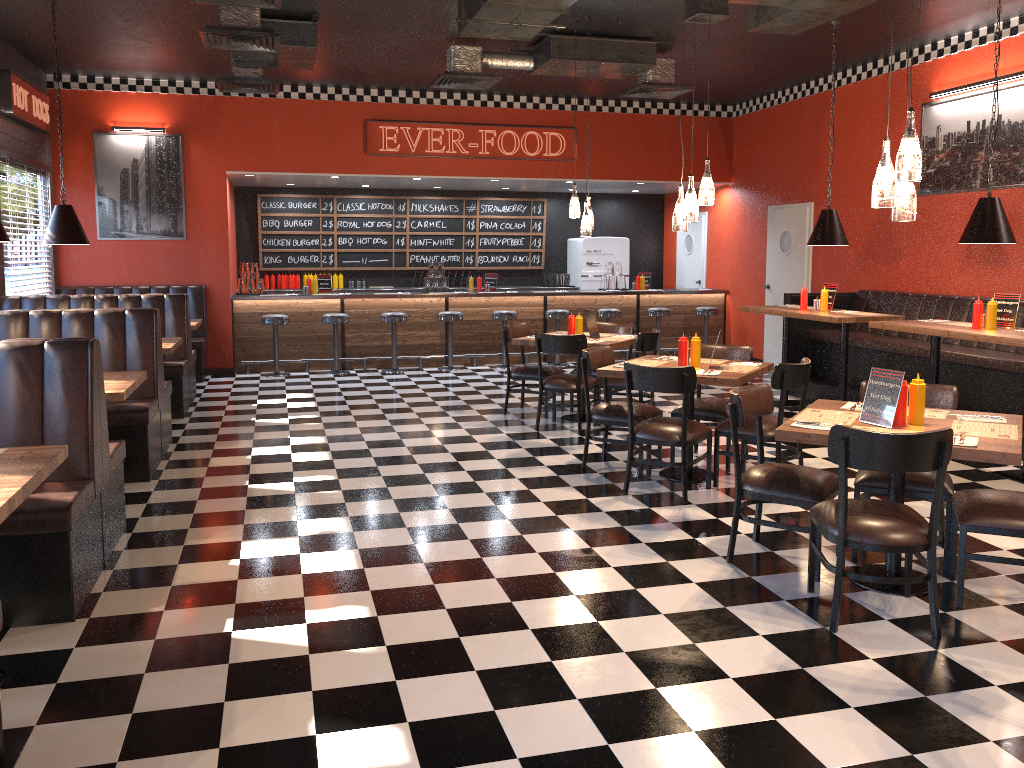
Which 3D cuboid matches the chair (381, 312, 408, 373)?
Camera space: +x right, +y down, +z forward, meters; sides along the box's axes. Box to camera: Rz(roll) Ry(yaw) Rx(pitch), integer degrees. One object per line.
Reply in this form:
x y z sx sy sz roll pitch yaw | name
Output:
-1.550 -0.554 11.652 0.349 0.771 0.349 4 8 35 | chair

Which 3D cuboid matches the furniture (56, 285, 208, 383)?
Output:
-4.606 -0.603 10.701 1.710 1.149 0.709 -2 7 -15 | furniture

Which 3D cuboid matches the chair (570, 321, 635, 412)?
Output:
0.911 -0.162 8.718 0.487 0.863 0.546 6 9 42 | chair

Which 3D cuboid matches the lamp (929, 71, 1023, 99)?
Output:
4.425 -2.795 8.234 0.081 0.056 1.452 -2 9 -15 | lamp

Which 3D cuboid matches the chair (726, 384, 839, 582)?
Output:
1.372 0.466 4.511 0.545 0.863 0.488 5 8 34 | chair

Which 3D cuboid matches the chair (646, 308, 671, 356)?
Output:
2.082 -0.699 12.618 0.348 0.771 0.350 -1 7 -10 | chair

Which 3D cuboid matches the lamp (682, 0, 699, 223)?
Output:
1.207 -2.067 5.894 0.108 1.956 0.109 3 7 27 | lamp

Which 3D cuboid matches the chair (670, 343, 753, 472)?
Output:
1.503 0.151 6.619 0.487 0.863 0.546 4 8 33 | chair

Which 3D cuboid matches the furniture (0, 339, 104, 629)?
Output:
-2.753 0.427 3.806 1.710 1.149 0.709 -2 7 -15 | furniture

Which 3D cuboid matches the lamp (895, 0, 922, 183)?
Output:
1.766 -1.875 3.848 0.108 1.956 0.109 4 7 32 | lamp

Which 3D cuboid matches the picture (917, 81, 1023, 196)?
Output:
4.451 -2.289 8.311 0.023 0.935 1.779 -2 8 -15 | picture

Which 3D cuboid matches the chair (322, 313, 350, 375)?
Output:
-2.276 -0.525 11.459 0.349 0.771 0.349 4 8 35 | chair

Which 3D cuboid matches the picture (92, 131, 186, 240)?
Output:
-4.570 -2.424 10.890 1.023 1.295 0.016 -2 6 -15 | picture

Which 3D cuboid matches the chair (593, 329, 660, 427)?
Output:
1.064 -0.060 8.033 0.545 0.863 0.488 3 7 25 | chair

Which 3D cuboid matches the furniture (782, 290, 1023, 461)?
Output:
4.643 0.143 5.723 1.104 1.143 8.801 -2 9 -15 | furniture

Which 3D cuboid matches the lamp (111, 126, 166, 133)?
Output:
-4.546 -3.098 10.794 0.610 0.056 0.081 -2 8 -15 | lamp

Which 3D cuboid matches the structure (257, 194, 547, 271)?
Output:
-1.651 -2.381 14.017 4.544 1.141 0.201 -2 6 -15 | structure

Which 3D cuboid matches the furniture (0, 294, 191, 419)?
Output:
-3.987 -0.259 8.397 1.710 1.149 0.709 -2 7 -15 | furniture

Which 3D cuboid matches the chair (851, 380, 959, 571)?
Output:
2.060 0.445 4.650 0.487 0.863 0.547 3 7 25 | chair

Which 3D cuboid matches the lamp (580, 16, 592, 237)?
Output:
0.682 -2.329 8.040 0.108 1.956 0.109 4 7 32 | lamp

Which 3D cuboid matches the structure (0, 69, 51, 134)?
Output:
-3.891 -2.276 4.747 0.120 0.436 11.319 -2 9 -15 | structure

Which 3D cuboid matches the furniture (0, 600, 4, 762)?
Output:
-2.319 0.669 2.189 1.710 1.149 0.709 -2 7 -15 | furniture

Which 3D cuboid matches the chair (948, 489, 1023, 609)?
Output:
2.288 0.546 3.977 0.545 0.863 0.488 3 7 22 | chair

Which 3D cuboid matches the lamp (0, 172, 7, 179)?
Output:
-4.858 -1.973 8.354 0.081 0.056 0.336 -2 9 -15 | lamp

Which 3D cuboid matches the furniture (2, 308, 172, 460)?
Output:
-3.553 -0.017 6.779 1.710 1.149 0.709 -2 7 -15 | furniture

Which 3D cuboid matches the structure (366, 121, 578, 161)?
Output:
-0.497 -3.240 11.850 2.876 0.436 0.122 -2 7 -15 | structure

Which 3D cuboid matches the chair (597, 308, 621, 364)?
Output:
1.356 -0.670 12.425 0.348 0.771 0.350 -2 7 -15 | chair

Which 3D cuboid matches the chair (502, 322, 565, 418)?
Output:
0.189 -0.149 8.631 0.545 0.863 0.488 3 7 25 | chair

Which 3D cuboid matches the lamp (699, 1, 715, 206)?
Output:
1.326 -2.187 5.935 0.109 1.956 0.109 -6 8 -43 | lamp

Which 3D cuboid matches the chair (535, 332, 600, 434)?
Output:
0.482 -0.035 7.864 0.487 0.863 0.547 3 7 24 | chair

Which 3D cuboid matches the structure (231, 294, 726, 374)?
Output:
-0.197 -0.692 12.290 7.042 1.035 0.216 -2 6 -15 | structure

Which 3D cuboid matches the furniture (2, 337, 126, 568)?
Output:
-2.936 0.326 4.484 1.710 1.149 0.709 -2 7 -15 | furniture

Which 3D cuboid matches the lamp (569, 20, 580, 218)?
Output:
0.583 -2.520 8.166 0.108 1.956 0.109 -3 7 -23 | lamp

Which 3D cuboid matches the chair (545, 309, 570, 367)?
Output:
0.629 -0.641 12.231 0.349 0.771 0.350 4 7 30 | chair

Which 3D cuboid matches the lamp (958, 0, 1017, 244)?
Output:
3.471 -2.037 6.368 0.382 2.034 0.383 3 7 26 | lamp

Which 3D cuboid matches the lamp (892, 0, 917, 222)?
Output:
1.827 -1.729 4.029 0.108 1.956 0.109 0 6 -3 | lamp

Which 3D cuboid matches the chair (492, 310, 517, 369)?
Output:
-0.097 -0.612 12.038 0.349 0.771 0.350 4 7 30 | chair

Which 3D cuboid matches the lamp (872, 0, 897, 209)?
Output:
1.712 -1.781 3.978 0.108 1.956 0.109 -4 7 -33 | lamp

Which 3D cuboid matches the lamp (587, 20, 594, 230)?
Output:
0.711 -2.405 8.153 0.108 1.956 0.109 -3 7 -28 | lamp

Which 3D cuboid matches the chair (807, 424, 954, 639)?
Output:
1.560 0.574 3.789 0.486 0.863 0.547 1 7 8 | chair

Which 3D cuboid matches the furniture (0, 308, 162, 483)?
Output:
-3.370 0.084 6.101 1.710 1.149 0.709 -2 7 -15 | furniture

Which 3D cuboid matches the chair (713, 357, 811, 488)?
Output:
1.691 0.259 5.897 0.545 0.863 0.488 5 9 39 | chair

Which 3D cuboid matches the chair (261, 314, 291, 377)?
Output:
-3.002 -0.497 11.266 0.349 0.771 0.350 4 7 30 | chair

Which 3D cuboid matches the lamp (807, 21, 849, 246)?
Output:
2.971 -2.315 8.230 0.382 2.034 0.383 3 7 26 | lamp

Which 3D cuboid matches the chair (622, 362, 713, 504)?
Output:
1.003 0.280 5.758 0.487 0.863 0.546 4 8 30 | chair

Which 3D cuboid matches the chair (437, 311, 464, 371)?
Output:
-0.823 -0.583 11.845 0.349 0.771 0.350 3 7 25 | chair

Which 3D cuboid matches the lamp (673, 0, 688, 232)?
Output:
1.162 -2.026 6.014 0.108 1.956 0.109 0 6 -3 | lamp

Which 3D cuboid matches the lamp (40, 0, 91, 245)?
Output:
-3.768 -2.187 7.372 0.382 2.034 0.383 4 7 34 | lamp

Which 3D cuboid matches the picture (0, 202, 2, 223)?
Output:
-4.890 -1.672 8.375 0.012 0.534 0.353 -2 7 -15 | picture

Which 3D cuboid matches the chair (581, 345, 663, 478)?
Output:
0.775 0.179 6.432 0.545 0.863 0.488 3 7 27 | chair

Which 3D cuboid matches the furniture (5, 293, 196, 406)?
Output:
-4.169 -0.360 9.075 1.710 1.149 0.709 -2 7 -15 | furniture

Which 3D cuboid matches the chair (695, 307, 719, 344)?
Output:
2.808 -0.727 12.811 0.349 0.771 0.350 4 7 30 | chair

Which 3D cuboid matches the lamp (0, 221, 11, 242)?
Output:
-3.150 -1.843 5.073 0.382 2.034 0.383 -4 7 -33 | lamp
